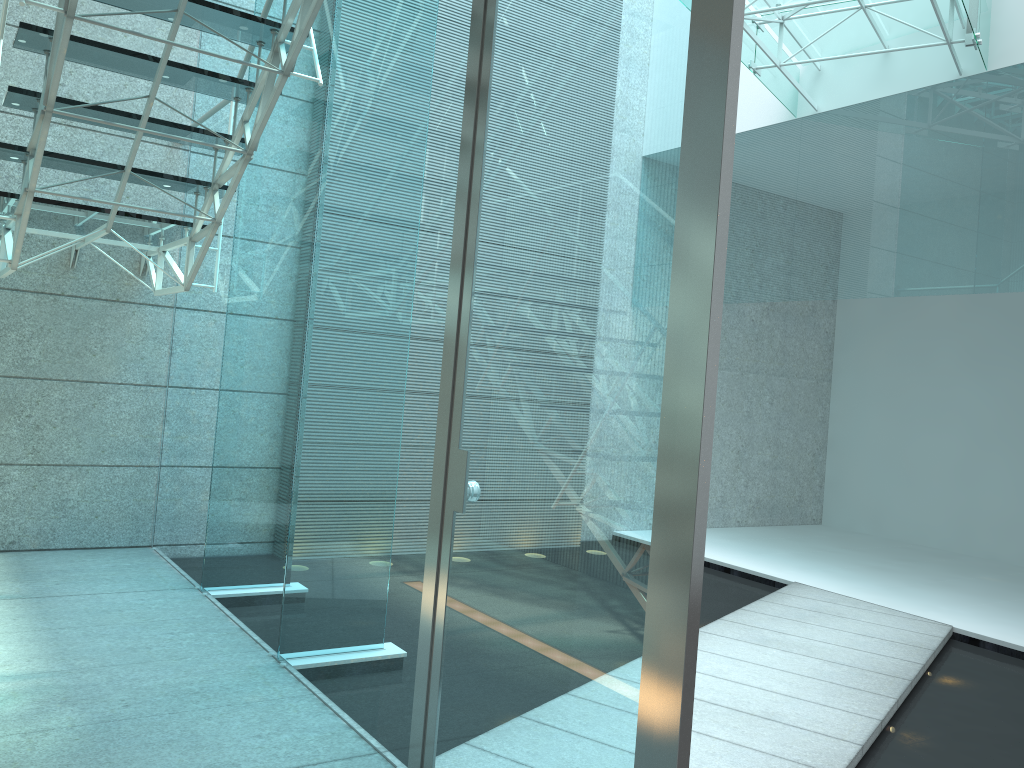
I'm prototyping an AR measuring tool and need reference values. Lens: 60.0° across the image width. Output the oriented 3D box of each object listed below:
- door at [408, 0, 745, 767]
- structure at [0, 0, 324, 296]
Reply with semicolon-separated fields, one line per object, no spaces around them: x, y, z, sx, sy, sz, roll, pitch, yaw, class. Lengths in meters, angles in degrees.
0.105;-0.059;1.809;0.076;2.067;0.866;6;-2;-34;door
-1.456;-2.166;2.683;1.907;6.014;3.297;6;-2;-34;structure
